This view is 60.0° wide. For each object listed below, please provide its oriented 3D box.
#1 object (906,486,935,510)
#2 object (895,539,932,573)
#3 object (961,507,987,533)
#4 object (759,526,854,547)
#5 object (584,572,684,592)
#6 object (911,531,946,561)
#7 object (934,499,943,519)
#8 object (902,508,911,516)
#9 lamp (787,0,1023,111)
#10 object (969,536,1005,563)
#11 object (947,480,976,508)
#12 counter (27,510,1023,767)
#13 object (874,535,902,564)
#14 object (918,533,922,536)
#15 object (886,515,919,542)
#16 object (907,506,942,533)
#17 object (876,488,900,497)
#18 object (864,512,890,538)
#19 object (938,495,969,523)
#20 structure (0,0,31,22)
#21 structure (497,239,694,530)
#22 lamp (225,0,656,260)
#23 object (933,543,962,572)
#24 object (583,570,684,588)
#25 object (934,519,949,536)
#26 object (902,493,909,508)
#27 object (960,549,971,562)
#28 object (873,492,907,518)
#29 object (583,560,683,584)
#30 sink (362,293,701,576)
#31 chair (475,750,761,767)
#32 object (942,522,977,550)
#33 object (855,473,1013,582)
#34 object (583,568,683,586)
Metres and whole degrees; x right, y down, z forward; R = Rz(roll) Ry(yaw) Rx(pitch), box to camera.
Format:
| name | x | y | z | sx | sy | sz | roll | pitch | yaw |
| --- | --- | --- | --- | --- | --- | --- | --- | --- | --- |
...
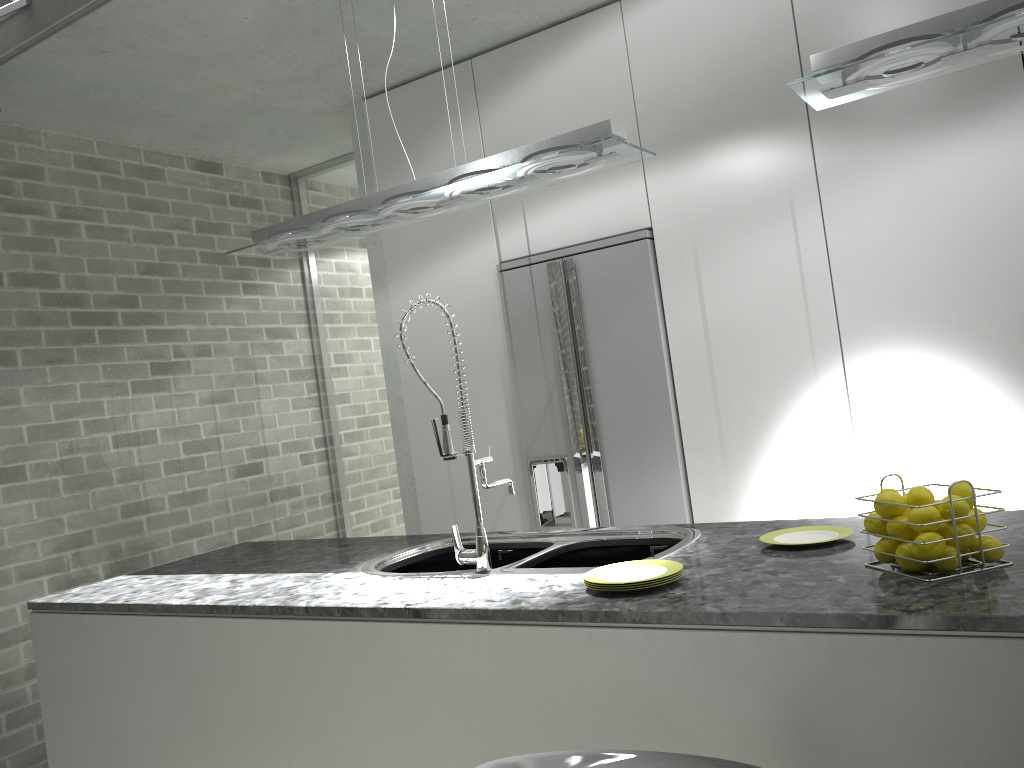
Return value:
| name | x | y | z | sx | sy | sz | roll | pitch | yaw |
| --- | --- | --- | --- | --- | --- | --- | --- | --- | --- |
| object | 0.803 | 0.227 | 1.743 | 0.051 | 0.053 | 0.063 | -8 | -1 | 24 |
| object | 0.777 | 0.331 | 1.711 | 0.064 | 0.063 | 0.074 | -9 | -1 | 43 |
| object | 0.886 | 0.267 | 1.712 | 0.061 | 0.054 | 0.053 | -8 | -1 | -22 |
| object | 0.704 | 0.368 | 2.123 | 0.217 | 0.017 | 0.216 | -7 | -1 | -32 |
| object | 0.264 | 0.427 | 1.922 | 0.217 | 0.017 | 0.216 | -8 | -1 | -25 |
| object | 0.777 | 0.303 | 1.655 | 0.061 | 0.054 | 0.052 | -8 | -1 | -1 |
| object | 0.850 | 0.253 | 1.752 | 0.055 | 0.051 | 0.061 | -8 | -1 | 17 |
| object | 0.796 | 0.274 | 1.773 | 0.064 | 0.053 | 0.051 | -8 | -1 | 25 |
| lamp | 1.265 | -1.258 | 1.764 | 1.490 | 0.964 | 0.290 | -8 | -1 | 32 |
| object | 0.903 | 0.315 | 1.687 | 0.062 | 0.052 | 0.053 | -8 | -1 | -28 |
| object | 0.878 | 0.218 | 1.732 | 0.050 | 0.060 | 0.059 | -8 | -1 | 22 |
| counter | 0.586 | 0.877 | 2.057 | 4.400 | 0.960 | 0.900 | -8 | -1 | 32 |
| object | 0.752 | 0.329 | 1.767 | 0.060 | 0.057 | 0.052 | -8 | -1 | 24 |
| object | 0.808 | 0.321 | 1.740 | 0.057 | 0.060 | 0.052 | -8 | -1 | 28 |
| object | 0.762 | 0.282 | 1.729 | 0.062 | 0.053 | 0.052 | -8 | -1 | -6 |
| object | 0.781 | 0.256 | 1.680 | 0.061 | 0.052 | 0.053 | -8 | -1 | 35 |
| object | 0.762 | 0.241 | 1.797 | 0.052 | 0.060 | 0.057 | -8 | -1 | 10 |
| object | 0.741 | 0.284 | 1.787 | 0.053 | 0.051 | 0.063 | -8 | -1 | -9 |
| object | 0.837 | 0.237 | 1.681 | 0.051 | 0.053 | 0.063 | -8 | -1 | 35 |
| structure | -3.182 | -0.242 | 1.699 | 0.902 | 4.246 | 4.345 | -8 | -1 | 32 |
| structure | 0.403 | 0.388 | 3.865 | 0.743 | 1.900 | 0.160 | -8 | -1 | 32 |
| lamp | -0.357 | -1.021 | 2.794 | 1.490 | 0.964 | 0.290 | -8 | -1 | 32 |
| object | 0.819 | 0.326 | 1.671 | 0.051 | 0.053 | 0.063 | -8 | -1 | 30 |
| object | 0.264 | 0.422 | 1.922 | 0.217 | 0.017 | 0.216 | -8 | -1 | -25 |
| object | 0.827 | 0.286 | 1.702 | 0.051 | 0.053 | 0.062 | -8 | -1 | 30 |
| object | 0.816 | 0.246 | 1.809 | 0.063 | 0.051 | 0.053 | -8 | -1 | -22 |
| object | 0.868 | 0.322 | 1.734 | 0.061 | 0.055 | 0.050 | -8 | -1 | -22 |
| object | 0.745 | 0.239 | 1.747 | 0.053 | 0.051 | 0.063 | -8 | -1 | -20 |
| object | 0.262 | 0.413 | 1.922 | 0.217 | 0.017 | 0.216 | -8 | -1 | -25 |
| sink | -0.008 | 0.249 | 2.514 | 0.987 | 1.023 | 0.546 | -8 | -1 | 32 |
| chair | 0.231 | 0.952 | 1.251 | 0.464 | 0.931 | 0.457 | -7 | -1 | -44 |
| object | 0.842 | 0.287 | 1.675 | 0.061 | 0.055 | 0.051 | -8 | -1 | 1 |
| object | 0.818 | 0.268 | 1.739 | 0.189 | 0.174 | 0.207 | -8 | -1 | -13 |
| object | 0.263 | 0.418 | 1.922 | 0.217 | 0.017 | 0.216 | -8 | -1 | -25 |
